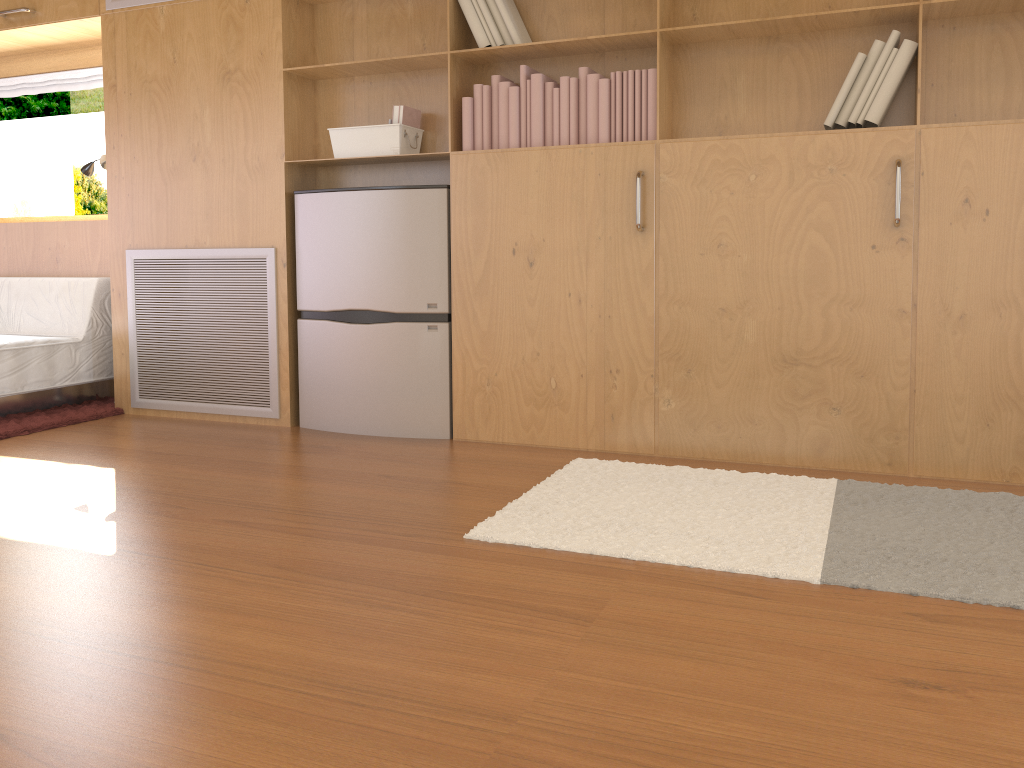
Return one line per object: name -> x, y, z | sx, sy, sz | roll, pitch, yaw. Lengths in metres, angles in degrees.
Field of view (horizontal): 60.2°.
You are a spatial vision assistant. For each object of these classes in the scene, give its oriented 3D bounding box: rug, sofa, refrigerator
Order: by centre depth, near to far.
rug -> 1.773, 0.419, 1.952 | 3.722, 0.011, 0.923 | 3, 9, 22
refrigerator -> -0.542, -0.302, 3.627 | 0.714, 0.982, 0.263 | 2, 5, 22
rug -> -3.196, 0.166, 3.931 | 2.481, 0.020, 1.898 | 3, 9, 22
sofa -> -3.126, -0.211, 4.372 | 2.355, 0.625, 0.868 | 3, 7, 22

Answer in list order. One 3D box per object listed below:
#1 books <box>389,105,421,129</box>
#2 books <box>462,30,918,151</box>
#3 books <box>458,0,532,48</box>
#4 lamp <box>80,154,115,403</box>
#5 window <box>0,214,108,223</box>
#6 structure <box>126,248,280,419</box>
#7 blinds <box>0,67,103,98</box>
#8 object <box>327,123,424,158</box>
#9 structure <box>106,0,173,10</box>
books -> -0.436, -1.012, 3.553 | 0.088, 0.191, 0.151 | 1, 6, 22
books -> 1.278, -1.149, 2.838 | 3.110, 0.655, 0.190 | 3, 5, 22
books -> -0.067, -1.411, 3.384 | 0.279, 0.295, 0.176 | 2, 5, 22
lamp -> -1.928, -0.490, 4.209 | 0.254, 1.190, 0.183 | -1, 4, -2
window -> -2.376, -1.251, 4.705 | 1.497, 0.786, 0.035 | 3, 5, 22
structure -> -1.364, -0.231, 3.869 | 0.820, 0.717, 0.013 | 2, 4, 22
blinds -> -2.397, -1.582, 4.636 | 1.498, 0.110, 0.048 | 3, 5, 22
object -> -0.552, -0.976, 3.600 | 0.350, 0.122, 0.204 | 3, 8, 22
structure -> -1.398, -1.799, 3.777 | 0.903, 0.299, 0.013 | 3, 5, 22
